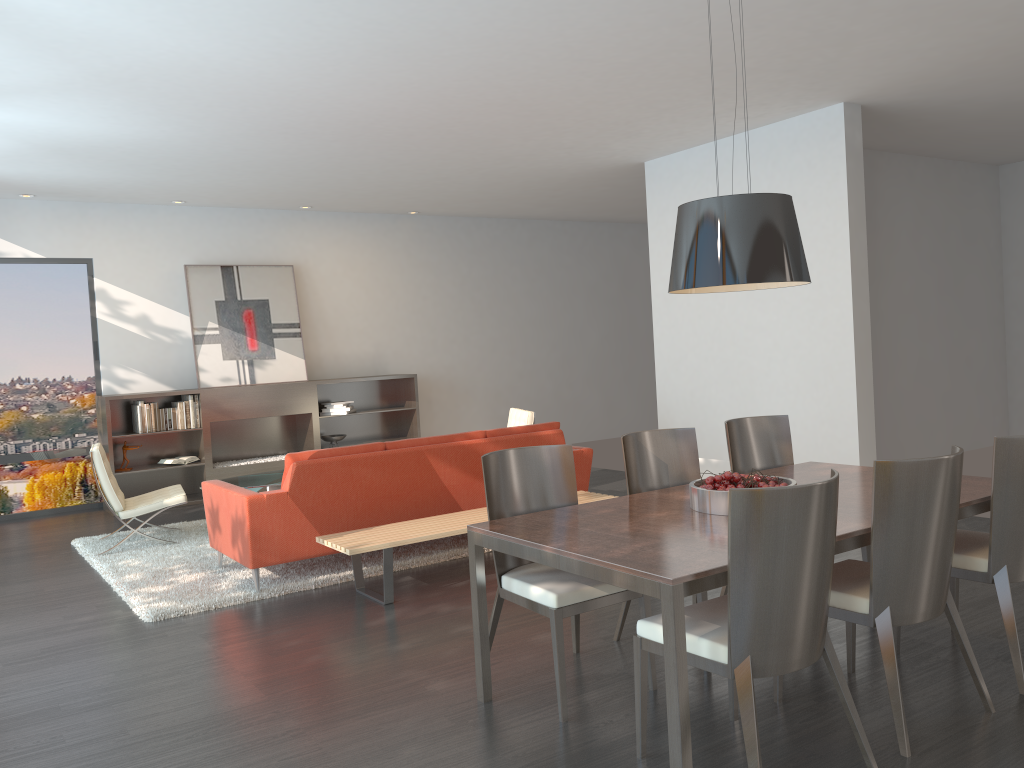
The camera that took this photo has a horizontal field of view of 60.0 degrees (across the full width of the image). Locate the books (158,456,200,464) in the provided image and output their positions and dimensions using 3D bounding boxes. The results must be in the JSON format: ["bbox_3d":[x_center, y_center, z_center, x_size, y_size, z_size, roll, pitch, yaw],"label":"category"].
[{"bbox_3d":[-3.430,0.792,9.130,0.234,0.064,0.336,-2,3,36],"label":"books"}]

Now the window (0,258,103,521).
[{"bbox_3d":[-4.885,-0.343,8.827,1.410,3.339,0.065,-5,2,-34],"label":"window"}]

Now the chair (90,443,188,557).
[{"bbox_3d":[-2.982,0.872,7.055,0.707,0.817,0.700,-4,2,-24],"label":"chair"}]

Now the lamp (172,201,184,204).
[{"bbox_3d":[-3.522,-1.919,9.357,0.129,0.010,0.129,-3,2,11],"label":"lamp"}]

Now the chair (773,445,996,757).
[{"bbox_3d":[1.344,0.721,3.261,0.548,0.967,0.614,-5,2,-34],"label":"chair"}]

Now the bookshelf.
[{"bbox_3d":[-2.646,0.581,9.746,3.388,1.162,0.570,-5,3,-34],"label":"bookshelf"}]

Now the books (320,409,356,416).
[{"bbox_3d":[-1.979,0.322,10.097,0.314,0.038,0.398,-3,2,6],"label":"books"}]

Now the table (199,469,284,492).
[{"bbox_3d":[-1.585,0.967,7.468,1.999,0.464,0.947,-5,3,-33],"label":"table"}]

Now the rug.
[{"bbox_3d":[-1.282,1.184,7.227,3.773,0.043,2.984,-5,3,-34],"label":"rug"}]

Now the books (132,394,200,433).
[{"bbox_3d":[-3.526,0.298,9.045,0.592,0.339,0.324,-5,3,-34],"label":"books"}]

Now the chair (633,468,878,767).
[{"bbox_3d":[0.765,0.770,2.874,0.548,0.967,0.614,-5,2,-34],"label":"chair"}]

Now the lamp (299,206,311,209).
[{"bbox_3d":[-2.362,-2.017,10.132,0.129,0.010,0.129,-3,2,11],"label":"lamp"}]

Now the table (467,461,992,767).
[{"bbox_3d":[1.057,0.874,3.685,2.152,0.764,1.171,-5,3,-34],"label":"table"}]

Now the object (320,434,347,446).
[{"bbox_3d":[-2.024,0.647,10.064,0.309,0.117,0.309,-3,2,0],"label":"object"}]

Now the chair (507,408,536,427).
[{"bbox_3d":[-0.149,0.662,8.195,0.707,0.817,0.700,-4,2,-14],"label":"chair"}]

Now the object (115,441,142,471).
[{"bbox_3d":[-3.848,0.715,8.892,0.245,0.290,0.201,-4,2,-14],"label":"object"}]

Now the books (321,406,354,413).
[{"bbox_3d":[-1.981,0.285,10.096,0.314,0.038,0.398,-3,2,-4],"label":"books"}]

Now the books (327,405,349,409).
[{"bbox_3d":[-1.983,0.256,10.095,0.210,0.020,0.300,-3,2,-4],"label":"books"}]

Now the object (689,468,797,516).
[{"bbox_3d":[0.943,0.422,3.629,0.427,0.154,0.427,-3,2,10],"label":"object"}]

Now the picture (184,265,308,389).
[{"bbox_3d":[-2.909,-0.653,9.757,1.209,1.338,0.269,-5,2,-34],"label":"picture"}]

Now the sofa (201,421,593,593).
[{"bbox_3d":[-0.726,0.770,6.284,2.598,0.852,1.038,-5,3,-34],"label":"sofa"}]

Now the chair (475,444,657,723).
[{"bbox_3d":[0.192,0.769,3.693,0.548,0.967,0.614,-5,2,-34],"label":"chair"}]

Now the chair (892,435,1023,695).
[{"bbox_3d":[1.979,0.666,3.685,0.548,0.967,0.614,-5,2,-34],"label":"chair"}]

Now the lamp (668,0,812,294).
[{"bbox_3d":[0.877,-1.179,3.589,0.567,1.579,0.567,-3,2,-4],"label":"lamp"}]

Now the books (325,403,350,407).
[{"bbox_3d":[-1.984,0.236,10.094,0.210,0.020,0.300,-3,2,6],"label":"books"}]

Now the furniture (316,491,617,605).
[{"bbox_3d":[-0.187,1.015,5.623,2.006,0.357,0.492,-5,3,-34],"label":"furniture"}]

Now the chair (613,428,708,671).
[{"bbox_3d":[0.827,0.715,4.117,0.548,0.967,0.614,-5,2,-34],"label":"chair"}]

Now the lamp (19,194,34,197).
[{"bbox_3d":[-4.695,-1.819,8.575,0.129,0.010,0.129,-3,2,11],"label":"lamp"}]

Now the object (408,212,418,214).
[{"bbox_3d":[-1.223,-2.118,10.967,0.129,0.010,0.129,-3,2,11],"label":"object"}]

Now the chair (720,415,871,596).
[{"bbox_3d":[1.406,0.665,4.504,0.548,0.967,0.614,-5,2,-34],"label":"chair"}]

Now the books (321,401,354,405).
[{"bbox_3d":[-1.985,0.216,10.094,0.300,0.020,0.210,-6,3,-44],"label":"books"}]
